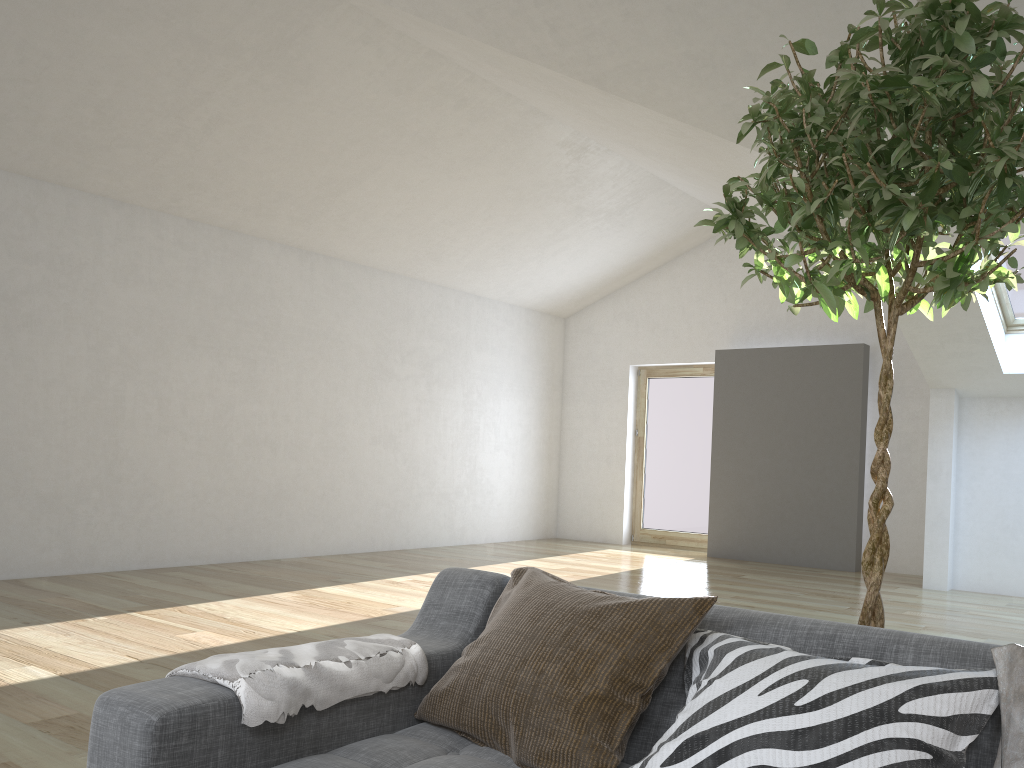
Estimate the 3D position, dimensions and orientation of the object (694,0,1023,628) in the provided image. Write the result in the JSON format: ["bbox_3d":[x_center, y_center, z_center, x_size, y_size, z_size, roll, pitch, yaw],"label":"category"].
[{"bbox_3d":[0.797,0.145,1.971,0.798,2.017,0.816,2,-1,16],"label":"object"}]

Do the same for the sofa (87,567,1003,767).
[{"bbox_3d":[0.552,0.736,1.177,2.458,0.682,1.028,-1,-5,37],"label":"sofa"}]

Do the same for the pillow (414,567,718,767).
[{"bbox_3d":[0.076,0.561,1.766,0.310,0.337,0.577,5,-4,-43],"label":"pillow"}]

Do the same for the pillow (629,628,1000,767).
[{"bbox_3d":[0.457,0.578,1.421,0.559,0.283,0.359,-1,-4,38],"label":"pillow"}]

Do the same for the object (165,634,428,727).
[{"bbox_3d":[-0.435,0.719,1.771,0.357,0.418,0.482,0,-3,41],"label":"object"}]

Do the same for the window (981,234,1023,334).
[{"bbox_3d":[3.915,-0.773,6.230,1.470,0.728,1.909,-1,-5,38],"label":"window"}]

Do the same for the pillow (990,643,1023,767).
[{"bbox_3d":[0.924,0.549,1.127,0.641,0.318,0.264,-1,-4,38],"label":"pillow"}]
